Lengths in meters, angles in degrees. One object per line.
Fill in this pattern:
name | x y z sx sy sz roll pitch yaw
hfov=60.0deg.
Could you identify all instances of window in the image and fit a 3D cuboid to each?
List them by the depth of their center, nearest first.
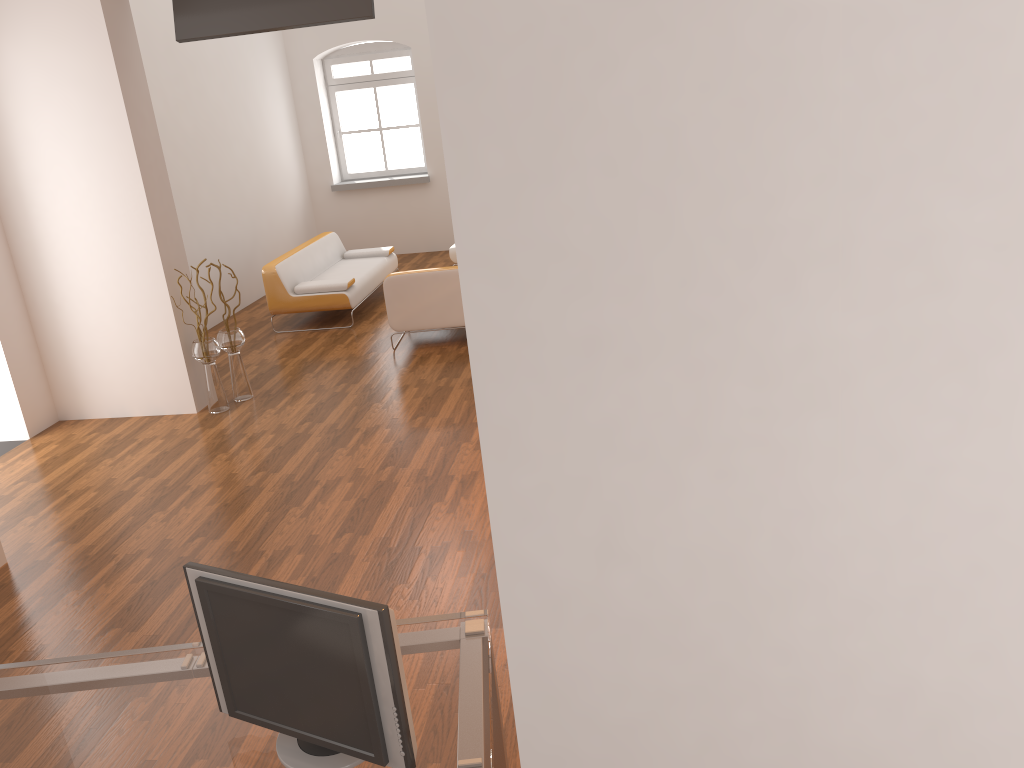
window | -1.787 -3.626 11.825 1.308 1.737 0.142 -3 19 9

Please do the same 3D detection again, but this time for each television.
television | -1.615 -2.770 5.889 1.388 0.803 0.266 -3 19 9

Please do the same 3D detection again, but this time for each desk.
desk | -1.115 1.248 1.952 2.239 0.750 1.092 -6 19 0

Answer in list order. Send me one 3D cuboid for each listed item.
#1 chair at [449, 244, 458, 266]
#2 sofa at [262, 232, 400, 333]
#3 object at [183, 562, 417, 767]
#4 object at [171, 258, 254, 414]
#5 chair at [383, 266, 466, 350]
chair | -0.199 -1.680 10.353 0.923 0.661 0.825 -2 19 12
sofa | -1.839 -1.157 9.359 0.825 0.661 2.010 -4 19 8
object | -0.405 0.576 1.874 0.516 0.418 0.245 9 24 37
object | -2.185 -0.339 6.379 0.284 1.112 0.655 5 22 29
chair | -0.576 -0.758 7.776 0.923 0.661 0.825 -5 19 5
